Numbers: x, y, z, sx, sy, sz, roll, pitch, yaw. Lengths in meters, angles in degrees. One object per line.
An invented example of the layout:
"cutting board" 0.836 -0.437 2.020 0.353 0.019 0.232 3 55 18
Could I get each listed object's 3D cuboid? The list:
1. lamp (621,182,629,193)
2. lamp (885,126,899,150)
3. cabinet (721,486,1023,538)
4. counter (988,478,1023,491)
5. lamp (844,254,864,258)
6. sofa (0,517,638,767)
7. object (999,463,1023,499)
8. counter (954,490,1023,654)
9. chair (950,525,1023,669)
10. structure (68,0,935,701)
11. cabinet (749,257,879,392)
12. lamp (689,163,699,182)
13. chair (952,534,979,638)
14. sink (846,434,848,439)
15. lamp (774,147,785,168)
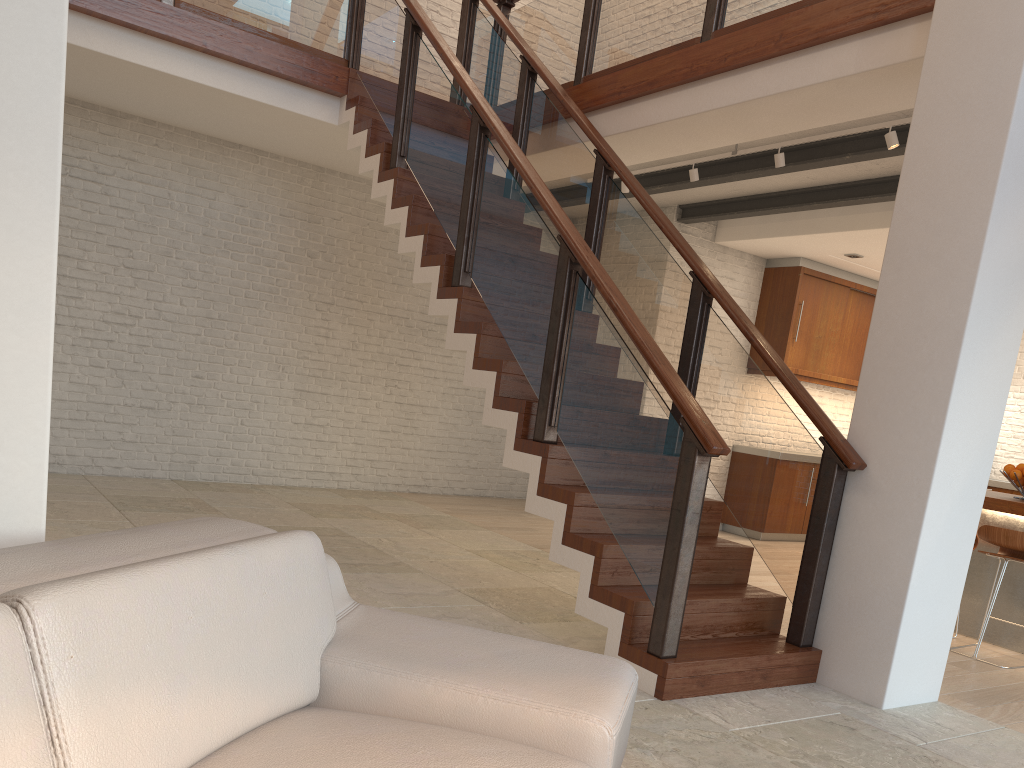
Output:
"lamp" 0.864 -1.508 6.630 0.058 0.131 0.085 12 8 26
"lamp" 2.101 -1.356 4.818 0.086 0.131 0.058 9 8 15
"cabinet" 4.885 0.494 9.033 4.735 2.890 2.245 9 6 19
"counter" 4.666 0.998 8.694 3.356 0.071 3.445 8 -1 -34
"lamp" 3.174 -1.206 8.085 0.124 0.056 0.121 7 1 -34
"sofa" -0.542 0.716 1.269 1.135 0.768 2.312 9 1 16
"object" 3.250 0.617 5.464 0.362 0.226 0.361 9 2 21
"counter" 3.735 1.272 5.949 2.514 0.937 1.648 7 2 -34
"chair" 2.882 1.222 5.070 0.424 0.790 0.393 3 9 -34
"structure" 1.969 -0.636 4.440 13.952 4.216 9.931 8 1 -34
"cabinet" 4.001 -0.469 9.691 3.365 1.188 0.448 7 7 -34
"lamp" 1.264 -1.459 6.050 0.086 0.131 0.059 4 9 -32
"chair" 2.585 1.186 5.504 0.424 0.790 0.393 3 9 -34
"sink" 4.193 0.817 10.045 0.864 0.437 0.505 7 4 -34
"lamp" 1.676 -1.408 5.451 0.086 0.131 0.059 4 9 -32
